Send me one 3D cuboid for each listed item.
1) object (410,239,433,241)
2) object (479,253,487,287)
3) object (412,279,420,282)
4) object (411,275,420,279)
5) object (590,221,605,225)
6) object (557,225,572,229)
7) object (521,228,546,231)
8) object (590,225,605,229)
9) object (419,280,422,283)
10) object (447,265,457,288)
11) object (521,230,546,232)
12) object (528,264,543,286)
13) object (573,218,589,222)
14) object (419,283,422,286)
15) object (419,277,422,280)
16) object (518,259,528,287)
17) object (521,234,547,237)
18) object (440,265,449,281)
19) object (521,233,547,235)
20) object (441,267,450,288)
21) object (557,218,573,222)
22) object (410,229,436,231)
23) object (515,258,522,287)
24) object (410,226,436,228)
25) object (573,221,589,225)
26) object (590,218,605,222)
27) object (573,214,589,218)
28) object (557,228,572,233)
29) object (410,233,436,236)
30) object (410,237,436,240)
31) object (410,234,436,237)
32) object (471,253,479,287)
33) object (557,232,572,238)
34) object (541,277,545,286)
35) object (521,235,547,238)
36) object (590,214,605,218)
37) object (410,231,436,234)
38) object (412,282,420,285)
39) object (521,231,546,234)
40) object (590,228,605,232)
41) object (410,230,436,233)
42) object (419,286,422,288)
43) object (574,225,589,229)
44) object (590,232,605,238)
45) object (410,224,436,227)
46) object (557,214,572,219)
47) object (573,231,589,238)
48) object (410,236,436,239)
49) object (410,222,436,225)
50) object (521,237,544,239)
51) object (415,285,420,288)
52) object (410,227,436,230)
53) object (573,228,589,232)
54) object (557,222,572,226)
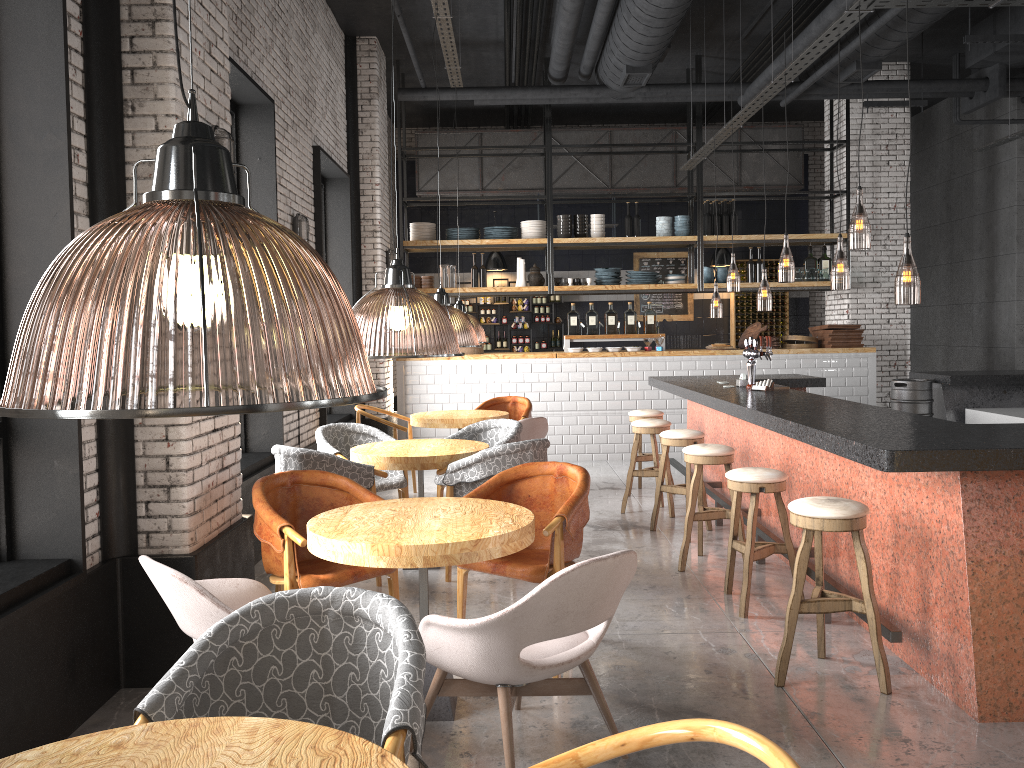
[{"bbox_3d":[-1.149,-1.839,11.455,0.335,0.033,0.335,2,4,38],"label":"object"},{"bbox_3d":[-0.382,-1.480,11.620,0.098,0.471,0.098,-2,2,-23],"label":"object"},{"bbox_3d":[-1.258,-1.319,11.351,0.157,0.053,0.168,-1,3,0],"label":"object"},{"bbox_3d":[-1.259,-1.360,11.350,0.157,0.053,0.168,-1,3,0],"label":"object"},{"bbox_3d":[1.105,-2.046,11.465,0.196,0.103,0.196,0,3,16],"label":"object"},{"bbox_3d":[0.681,-1.994,11.464,0.196,0.102,0.197,1,3,29],"label":"object"},{"bbox_3d":[0.278,-1.977,11.457,0.334,0.039,0.335,-1,3,8],"label":"object"},{"bbox_3d":[1.108,-2.002,11.462,0.196,0.104,0.196,1,4,35],"label":"object"},{"bbox_3d":[-1.244,-1.334,11.606,0.157,0.053,0.168,-1,3,0],"label":"object"},{"bbox_3d":[-0.771,-1.368,11.390,0.118,0.293,0.169,-1,2,5],"label":"object"},{"bbox_3d":[0.279,-1.962,11.457,0.335,0.040,0.335,2,5,44],"label":"object"},{"bbox_3d":[0.299,-1.400,11.418,0.196,0.305,0.196,1,3,37],"label":"object"},{"bbox_3d":[0.892,-2.086,11.459,0.196,0.102,0.196,-1,3,-7],"label":"object"},{"bbox_3d":[-1.244,-1.298,11.608,0.157,0.053,0.168,-1,3,0],"label":"object"},{"bbox_3d":[-1.245,-1.375,11.605,0.157,0.053,0.168,-1,3,0],"label":"object"},{"bbox_3d":[0.135,-1.421,11.403,0.132,0.360,0.127,0,3,25],"label":"object"},{"bbox_3d":[0.280,-1.903,11.459,0.335,0.037,0.335,-3,4,-34],"label":"object"},{"bbox_3d":[-0.863,-1.390,11.533,0.126,0.313,0.179,0,3,32],"label":"object"},{"bbox_3d":[0.279,-1.923,11.459,0.335,0.040,0.335,-3,4,-36],"label":"object"},{"bbox_3d":[-0.837,-1.350,11.283,0.106,0.264,0.152,0,3,27],"label":"object"},{"bbox_3d":[0.685,-2.083,11.457,0.196,0.107,0.197,1,3,28],"label":"object"},{"bbox_3d":[-1.151,-1.971,11.450,0.334,0.038,0.335,0,4,20],"label":"object"},{"bbox_3d":[0.099,-1.446,11.552,0.126,0.394,0.126,1,3,40],"label":"object"},{"bbox_3d":[-1.152,-2.010,11.448,0.334,0.040,0.335,-2,3,-10],"label":"object"},{"bbox_3d":[0.892,-2.042,11.460,0.196,0.102,0.196,0,3,10],"label":"object"},{"bbox_3d":[1.106,-2.090,11.461,0.196,0.100,0.197,-1,3,-4],"label":"object"},{"bbox_3d":[0.891,-2.131,11.461,0.196,0.103,0.196,-2,3,-24],"label":"object"},{"bbox_3d":[0.680,-1.950,11.465,0.196,0.104,0.196,-3,4,-36],"label":"object"},{"bbox_3d":[-1.151,-1.917,11.452,0.335,0.042,0.335,-4,4,-40],"label":"object"},{"bbox_3d":[-1.150,-1.859,11.455,0.334,0.042,0.335,2,4,38],"label":"object"},{"bbox_3d":[-1.150,-1.898,11.454,0.335,0.044,0.334,-3,4,-34],"label":"object"},{"bbox_3d":[-0.489,-1.478,11.620,0.098,0.471,0.098,-2,2,-23],"label":"object"},{"bbox_3d":[0.683,-1.906,11.468,0.196,0.102,0.197,0,3,12],"label":"object"},{"bbox_3d":[0.331,-1.364,11.620,0.203,0.212,0.203,1,3,37],"label":"object"},{"bbox_3d":[0.280,-1.885,11.462,0.335,0.045,0.334,-2,3,-19],"label":"object"},{"bbox_3d":[1.106,-2.135,11.462,0.196,0.103,0.196,-2,3,-22],"label":"object"},{"bbox_3d":[-1.151,-1.936,11.452,0.334,0.038,0.335,1,4,25],"label":"object"},{"bbox_3d":[-1.258,-1.283,11.353,0.157,0.053,0.168,-1,3,0],"label":"object"},{"bbox_3d":[0.279,-1.942,11.459,0.335,0.039,0.335,-3,4,-34],"label":"object"},{"bbox_3d":[1.106,-1.957,11.463,0.196,0.104,0.196,-2,3,-24],"label":"object"},{"bbox_3d":[-1.152,-1.952,11.451,0.334,0.043,0.335,2,4,39],"label":"object"},{"bbox_3d":[-1.243,-1.253,11.609,0.157,0.053,0.168,-1,3,0],"label":"object"},{"bbox_3d":[0.895,-1.998,11.460,0.196,0.107,0.196,-3,3,-29],"label":"object"},{"bbox_3d":[1.110,-1.913,11.464,0.196,0.105,0.196,-2,3,-22],"label":"object"},{"bbox_3d":[-1.152,-2.030,11.449,0.335,0.041,0.335,-1,3,-4],"label":"object"},{"bbox_3d":[0.677,-2.127,11.459,0.196,0.105,0.197,0,3,21],"label":"object"},{"bbox_3d":[0.894,-1.910,11.470,0.196,0.104,0.196,1,4,36],"label":"object"},{"bbox_3d":[-1.150,-1.878,11.454,0.334,0.039,0.335,-2,3,-13],"label":"object"},{"bbox_3d":[-1.152,-2.049,11.447,0.334,0.039,0.335,-2,3,-9],"label":"object"},{"bbox_3d":[0.281,-1.864,11.461,0.335,0.033,0.335,2,4,38],"label":"object"},{"bbox_3d":[-1.257,-1.238,11.354,0.157,0.053,0.168,-1,3,0],"label":"object"},{"bbox_3d":[-1.151,-1.990,11.449,0.335,0.034,0.335,-3,4,-24],"label":"object"},{"bbox_3d":[0.894,-1.953,11.466,0.196,0.101,0.197,0,3,19],"label":"object"},{"bbox_3d":[0.681,-2.038,11.461,0.196,0.100,0.196,-3,4,-35],"label":"object"}]
